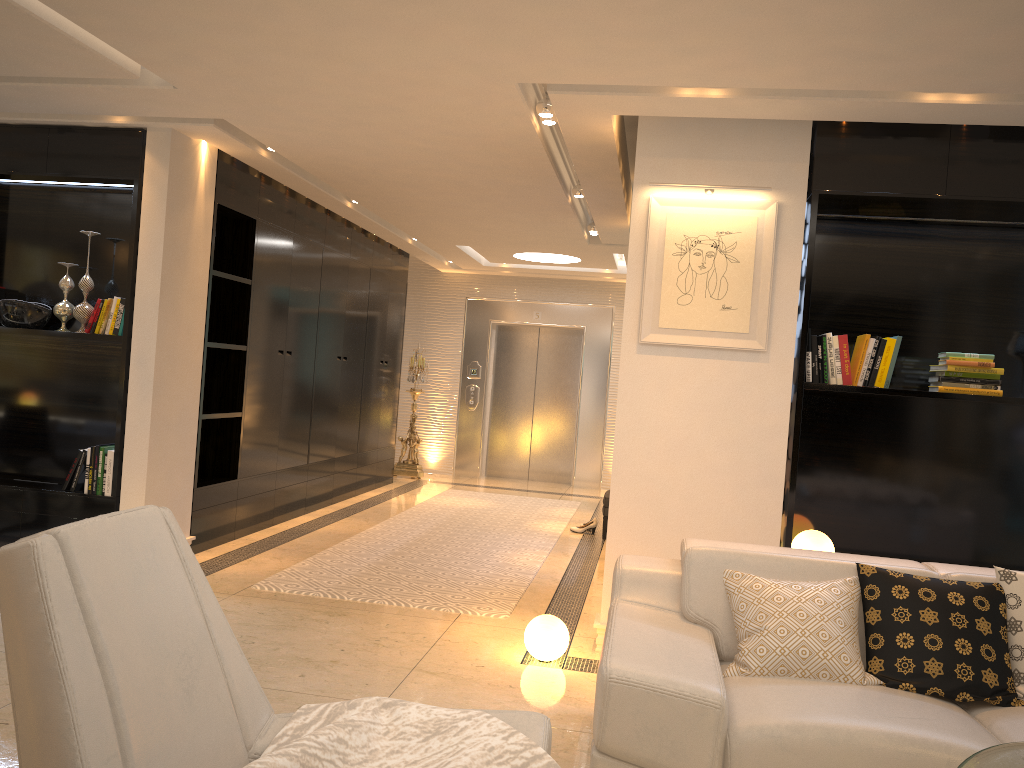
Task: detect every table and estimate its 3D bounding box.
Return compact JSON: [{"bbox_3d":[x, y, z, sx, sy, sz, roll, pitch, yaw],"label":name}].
[{"bbox_3d":[1.075,1.095,0.967,0.999,0.565,2.140,4,0,8],"label":"table"}]

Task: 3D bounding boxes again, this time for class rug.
[{"bbox_3d":[-0.371,1.238,7.460,1.526,0.015,5.025,4,0,9],"label":"rug"}]

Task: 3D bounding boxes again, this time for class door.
[{"bbox_3d":[-2.254,-5.869,2.300,83.408,24.296,83.408,5,0,31],"label":"door"}]

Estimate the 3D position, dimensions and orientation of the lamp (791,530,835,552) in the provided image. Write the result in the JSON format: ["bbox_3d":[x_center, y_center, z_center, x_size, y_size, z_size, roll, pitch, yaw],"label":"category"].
[{"bbox_3d":[1.539,0.855,4.542,0.212,0.214,0.213,4,1,-41],"label":"lamp"}]

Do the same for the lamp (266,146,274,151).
[{"bbox_3d":[-1.530,-1.564,5.703,0.107,0.127,0.107,4,0,-10],"label":"lamp"}]

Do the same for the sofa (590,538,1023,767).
[{"bbox_3d":[1.460,1.035,2.894,2.328,0.754,1.145,4,0,9],"label":"sofa"}]

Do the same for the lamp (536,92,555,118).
[{"bbox_3d":[0.177,-1.427,4.531,0.107,0.127,0.107,4,0,-10],"label":"lamp"}]

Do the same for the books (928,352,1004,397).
[{"bbox_3d":[2.233,-0.046,4.364,0.296,0.197,0.260,4,0,12],"label":"books"}]

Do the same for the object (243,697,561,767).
[{"bbox_3d":[-0.433,0.980,1.477,1.347,0.580,0.972,4,1,-44],"label":"object"}]

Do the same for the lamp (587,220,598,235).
[{"bbox_3d":[0.735,-1.408,7.947,0.107,0.127,0.235,4,0,9],"label":"lamp"}]

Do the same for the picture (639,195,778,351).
[{"bbox_3d":[0.952,-0.543,4.314,0.610,0.729,0.027,4,0,9],"label":"picture"}]

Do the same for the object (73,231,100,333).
[{"bbox_3d":[-2.582,-0.614,5.383,0.121,0.612,0.121,4,0,4],"label":"object"}]

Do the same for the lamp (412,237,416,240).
[{"bbox_3d":[-0.981,-1.545,9.130,0.107,0.127,0.107,5,0,28],"label":"lamp"}]

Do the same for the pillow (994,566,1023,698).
[{"bbox_3d":[1.880,0.845,2.918,0.526,0.399,0.255,4,0,9],"label":"pillow"}]

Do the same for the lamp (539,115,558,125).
[{"bbox_3d":[0.198,-1.426,4.657,0.107,0.127,0.107,4,0,-10],"label":"lamp"}]

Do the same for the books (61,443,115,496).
[{"bbox_3d":[-2.505,0.506,5.369,0.345,0.296,0.222,4,0,9],"label":"books"}]

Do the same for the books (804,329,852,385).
[{"bbox_3d":[1.566,-0.131,4.444,0.240,0.270,0.208,4,0,9],"label":"books"}]

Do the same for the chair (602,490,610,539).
[{"bbox_3d":[1.169,0.907,7.836,0.702,0.898,0.625,4,0,10],"label":"chair"}]

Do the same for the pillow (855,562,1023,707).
[{"bbox_3d":[1.422,0.825,2.948,0.524,0.355,0.323,4,0,10],"label":"pillow"}]

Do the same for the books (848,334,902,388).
[{"bbox_3d":[1.795,-0.109,4.411,0.210,0.261,0.212,4,0,9],"label":"books"}]

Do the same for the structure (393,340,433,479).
[{"bbox_3d":[-1.073,0.318,11.100,0.382,1.715,0.811,5,0,33],"label":"structure"}]

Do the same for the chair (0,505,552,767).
[{"bbox_3d":[-0.438,0.780,1.688,0.983,0.991,1.027,4,0,8],"label":"chair"}]

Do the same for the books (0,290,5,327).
[{"bbox_3d":[-3.310,-0.495,5.517,0.236,0.270,0.210,4,0,9],"label":"books"}]

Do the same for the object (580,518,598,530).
[{"bbox_3d":[0.698,1.256,8.005,0.084,0.135,0.235,4,0,-33],"label":"object"}]

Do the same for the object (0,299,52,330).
[{"bbox_3d":[-3.010,-0.423,5.452,0.375,0.177,0.193,4,0,10],"label":"object"}]

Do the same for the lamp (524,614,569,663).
[{"bbox_3d":[0.164,1.199,4.190,0.212,0.214,0.213,4,1,-41],"label":"lamp"}]

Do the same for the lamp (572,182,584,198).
[{"bbox_3d":[0.490,-1.416,6.435,0.107,0.127,0.107,4,0,-10],"label":"lamp"}]

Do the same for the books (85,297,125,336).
[{"bbox_3d":[-2.404,-0.410,5.371,0.290,0.238,0.189,4,0,8],"label":"books"}]

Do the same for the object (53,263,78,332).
[{"bbox_3d":[-2.735,-0.528,5.434,0.121,0.416,0.121,4,0,4],"label":"object"}]

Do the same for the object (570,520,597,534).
[{"bbox_3d":[0.630,1.252,7.824,0.235,0.135,0.084,4,0,11],"label":"object"}]

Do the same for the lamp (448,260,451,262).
[{"bbox_3d":[-0.725,-1.536,10.731,0.107,0.127,0.107,4,0,-10],"label":"lamp"}]

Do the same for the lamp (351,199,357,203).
[{"bbox_3d":[-1.275,-1.555,7.304,0.107,0.127,0.107,4,0,-10],"label":"lamp"}]

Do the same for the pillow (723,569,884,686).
[{"bbox_3d":[0.967,0.825,3.011,0.521,0.329,0.351,4,0,9],"label":"pillow"}]
